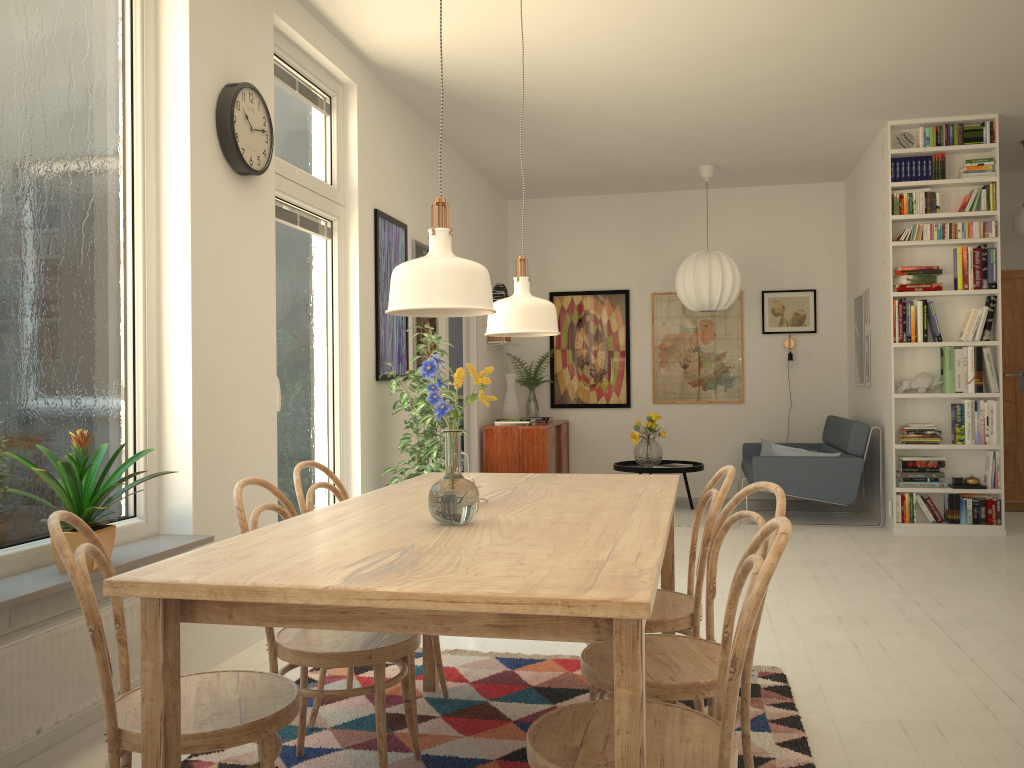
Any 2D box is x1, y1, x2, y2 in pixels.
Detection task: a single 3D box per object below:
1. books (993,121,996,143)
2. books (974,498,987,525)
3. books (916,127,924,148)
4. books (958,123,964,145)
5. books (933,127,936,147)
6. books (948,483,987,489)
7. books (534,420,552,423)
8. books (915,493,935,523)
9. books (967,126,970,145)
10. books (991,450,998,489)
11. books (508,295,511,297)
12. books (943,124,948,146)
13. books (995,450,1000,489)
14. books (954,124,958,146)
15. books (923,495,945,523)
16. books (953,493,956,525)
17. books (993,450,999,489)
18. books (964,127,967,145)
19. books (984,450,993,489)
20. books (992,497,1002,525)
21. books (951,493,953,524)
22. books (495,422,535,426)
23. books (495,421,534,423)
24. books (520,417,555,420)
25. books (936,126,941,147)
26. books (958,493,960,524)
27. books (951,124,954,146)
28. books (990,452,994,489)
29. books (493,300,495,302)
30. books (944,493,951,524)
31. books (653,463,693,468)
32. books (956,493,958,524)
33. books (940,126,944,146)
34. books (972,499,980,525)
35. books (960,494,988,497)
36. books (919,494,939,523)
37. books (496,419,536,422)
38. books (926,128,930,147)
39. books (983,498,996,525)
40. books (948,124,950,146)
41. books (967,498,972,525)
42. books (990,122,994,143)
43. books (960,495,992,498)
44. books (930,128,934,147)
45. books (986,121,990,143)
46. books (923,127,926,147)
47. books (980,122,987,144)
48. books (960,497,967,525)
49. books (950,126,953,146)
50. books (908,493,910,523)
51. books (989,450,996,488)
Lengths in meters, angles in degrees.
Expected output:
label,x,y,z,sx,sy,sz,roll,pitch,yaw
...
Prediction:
label,x,y,z,sx,sy,sz,roll,pitch,yaw
books,3.351,-1.734,6.235,0.014,0.154,0.260,-1,0,12
books,3.273,0.885,6.223,0.050,0.170,0.221,-1,0,12
books,2.889,-1.727,6.292,0.026,0.149,0.155,-1,0,12
books,3.140,-1.731,6.251,0.032,0.152,0.200,-1,0,12
books,2.974,-1.724,6.295,0.018,0.141,0.206,-1,0,12
books,3.168,0.712,6.173,0.214,0.023,0.130,-1,0,12
books,0.174,0.340,8.188,0.371,0.022,0.259,-1,0,12
books,2.906,0.874,6.275,0.135,0.200,0.134,-1,0,12
books,3.176,-1.720,6.215,0.017,0.130,0.150,-1,0,12
books,3.357,0.592,6.194,0.008,0.256,0.184,-1,0,12
books,-0.083,-0.784,8.015,0.178,0.036,0.145,-1,0,5
books,3.046,-1.732,6.285,0.024,0.156,0.228,-1,0,12
books,3.368,0.592,6.170,0.011,0.256,0.139,-1,0,12
books,3.112,-1.732,6.274,0.032,0.154,0.212,-1,0,12
books,2.967,0.881,6.261,0.131,0.188,0.136,-1,0,12
books,3.085,0.865,6.232,0.015,0.214,0.202,-1,0,12
books,3.361,0.591,6.180,0.007,0.257,0.181,-1,0,12
books,3.159,-1.720,6.219,0.017,0.130,0.150,-1,0,12
books,3.321,0.593,6.207,0.034,0.257,0.209,-1,0,12
books,3.367,0.881,6.200,0.032,0.176,0.230,-1,0,12
books,3.073,0.865,6.248,0.015,0.214,0.202,-1,0,12
books,0.031,0.341,7.587,0.320,0.020,0.237,-1,0,8
books,0.022,0.325,7.588,0.296,0.015,0.240,-1,0,11
books,0.189,0.319,8.191,0.368,0.020,0.255,-1,0,15
books,2.993,-1.726,6.272,0.028,0.147,0.192,-1,0,12
books,3.117,0.864,6.239,0.015,0.214,0.202,-1,0,12
books,3.090,-1.730,6.267,0.009,0.151,0.208,-1,0,12
books,3.330,0.593,6.207,0.030,0.256,0.198,-1,0,12
books,-0.093,-0.754,8.022,0.155,0.024,0.136,-1,0,5
books,3.057,0.865,6.244,0.015,0.214,0.202,-1,0,12
books,1.345,0.694,7.406,0.289,0.031,0.200,-1,0,-44
books,3.101,0.865,6.237,0.015,0.214,0.202,-1,0,12
books,3.021,-1.728,6.282,0.024,0.148,0.188,-1,0,12
books,3.222,0.889,6.219,0.048,0.163,0.209,-1,0,12
books,3.220,0.777,6.195,0.165,0.006,0.103,-1,0,12
books,2.934,0.877,6.262,0.118,0.192,0.118,-1,0,12
books,0.032,0.310,7.586,0.311,0.015,0.192,-1,0,15
books,2.924,-1.721,6.276,0.023,0.137,0.161,-1,0,12
books,3.320,0.880,6.192,0.056,0.180,0.202,-1,0,12
books,3.062,-1.733,6.276,0.012,0.158,0.220,-1,0,12
books,3.182,0.883,6.227,0.032,0.176,0.222,-1,0,12
books,3.330,-1.732,6.217,0.021,0.151,0.228,-1,0,12
books,3.237,0.786,6.210,0.193,0.012,0.130,-1,0,12
books,2.957,-1.719,6.313,0.025,0.131,0.253,-1,0,12
books,3.310,-1.734,6.225,0.020,0.156,0.229,-1,0,12
books,2.912,-1.726,6.305,0.013,0.146,0.208,-1,0,12
books,3.281,-1.732,6.192,0.019,0.157,0.150,-1,0,12
books,3.148,0.882,6.240,0.044,0.179,0.224,-1,0,12
books,3.075,-1.723,6.263,0.019,0.137,0.201,-1,0,12
books,2.805,0.873,6.308,0.012,0.206,0.193,-1,0,12
books,3.332,0.594,6.170,0.033,0.258,0.130,-1,0,12
